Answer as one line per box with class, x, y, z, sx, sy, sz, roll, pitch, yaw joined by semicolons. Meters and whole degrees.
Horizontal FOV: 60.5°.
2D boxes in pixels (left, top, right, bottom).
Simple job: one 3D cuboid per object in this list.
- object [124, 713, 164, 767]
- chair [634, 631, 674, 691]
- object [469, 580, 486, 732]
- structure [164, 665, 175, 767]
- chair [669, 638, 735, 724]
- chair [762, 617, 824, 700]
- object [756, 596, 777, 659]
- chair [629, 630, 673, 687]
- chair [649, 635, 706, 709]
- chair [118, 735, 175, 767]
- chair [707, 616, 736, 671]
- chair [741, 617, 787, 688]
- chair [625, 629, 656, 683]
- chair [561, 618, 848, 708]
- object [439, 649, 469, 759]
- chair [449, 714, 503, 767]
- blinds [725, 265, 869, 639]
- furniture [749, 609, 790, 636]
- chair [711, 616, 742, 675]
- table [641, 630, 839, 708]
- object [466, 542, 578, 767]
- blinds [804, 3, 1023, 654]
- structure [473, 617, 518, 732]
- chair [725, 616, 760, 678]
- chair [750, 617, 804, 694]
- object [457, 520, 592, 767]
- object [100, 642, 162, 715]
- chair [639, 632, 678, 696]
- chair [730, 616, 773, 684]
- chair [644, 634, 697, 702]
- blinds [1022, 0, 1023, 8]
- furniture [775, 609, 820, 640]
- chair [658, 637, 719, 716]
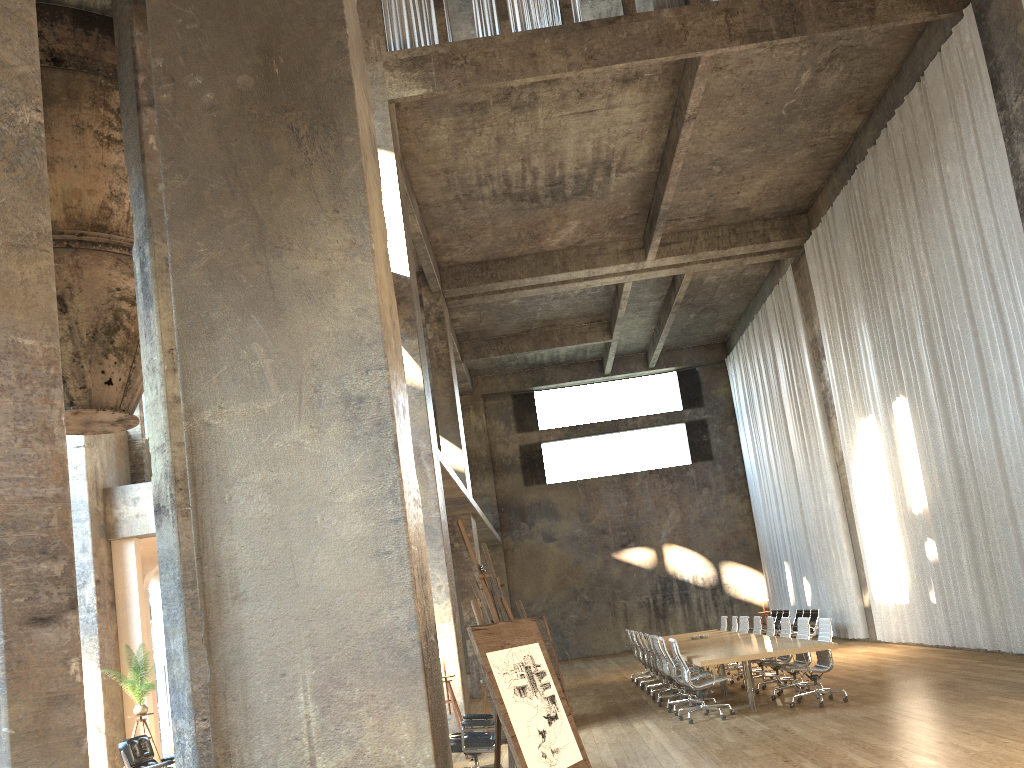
object;-4.603;4.644;11.030;0.657;0.953;0.584;-1;-12;-34
chair;2.513;4.792;15.336;0.701;1.005;0.678;-9;-10;6
object;-0.180;3.590;11.470;0.685;2.104;0.715;-8;-8;0
structure;-4.050;4.407;11.521;0.594;1.516;0.758;-8;-9;1
chair;2.350;3.646;10.939;0.701;1.005;0.678;-9;-10;6
chair;3.744;3.692;11.827;0.700;1.005;0.678;-9;-10;4
object;5.229;5.090;18.336;0.579;1.271;0.662;-14;-11;34
chair;2.553;5.028;16.247;0.700;1.005;0.678;-9;-10;4
chair;2.385;4.095;12.646;0.699;1.005;0.679;-8;-10;1
chair;-3.356;3.889;8.675;0.820;0.874;0.747;-7;-11;-4
chair;3.944;5.075;17.135;0.701;1.005;0.678;-9;-10;6
chair;3.822;4.160;13.629;0.701;1.005;0.677;-10;-10;9
chair;2.598;5.272;17.187;0.701;1.005;0.678;-9;-10;7
chair;0.893;3.874;11.026;12.954;1.010;32.228;-8;-15;1
object;-0.857;3.876;10.645;0.571;1.271;0.671;-8;-9;1
chair;-0.343;3.452;8.574;0.820;0.874;0.747;-7;-11;-3
blinds;7.174;2.363;23.428;0.275;8.466;8.003;-8;-11;0
furniture;6.571;6.206;22.396;0.708;0.823;1.915;-8;-14;1
chair;3.934;4.848;16.278;0.701;1.005;0.677;-10;-10;9
table;3.200;4.463;13.951;1.601;0.742;7.892;-8;-15;1
object;0.048;2.217;6.420;0.712;2.104;0.688;-13;-10;33
blinds;6.781;0.132;14.828;0.275;8.466;7.998;-8;-11;2
structure;-0.124;4.084;12.320;0.594;1.516;0.758;-8;-9;1
chair;3.895;4.628;15.428;0.699;1.005;0.679;-8;-10;1
chair;3.784;3.928;12.738;0.701;1.005;0.678;-9;-10;6
object;0.067;1.716;4.544;0.692;2.104;0.707;-12;-9;27
object;-4.791;3.737;11.147;0.686;0.920;0.880;-6;-11;-8
chair;2.475;4.560;14.445;0.701;1.005;0.677;-10;-10;9
chair;3.864;4.386;14.503;0.701;1.005;0.678;-9;-10;6
chair;2.433;4.334;13.571;0.701;1.005;0.678;-9;-10;6
blinds;6.389;-2.092;6.254;0.275;8.466;7.998;-8;-11;2
furniture;6.463;5.591;20.028;0.708;0.823;1.915;-8;-14;1
chair;2.354;3.873;11.797;0.701;1.005;0.677;-10;-10;9
